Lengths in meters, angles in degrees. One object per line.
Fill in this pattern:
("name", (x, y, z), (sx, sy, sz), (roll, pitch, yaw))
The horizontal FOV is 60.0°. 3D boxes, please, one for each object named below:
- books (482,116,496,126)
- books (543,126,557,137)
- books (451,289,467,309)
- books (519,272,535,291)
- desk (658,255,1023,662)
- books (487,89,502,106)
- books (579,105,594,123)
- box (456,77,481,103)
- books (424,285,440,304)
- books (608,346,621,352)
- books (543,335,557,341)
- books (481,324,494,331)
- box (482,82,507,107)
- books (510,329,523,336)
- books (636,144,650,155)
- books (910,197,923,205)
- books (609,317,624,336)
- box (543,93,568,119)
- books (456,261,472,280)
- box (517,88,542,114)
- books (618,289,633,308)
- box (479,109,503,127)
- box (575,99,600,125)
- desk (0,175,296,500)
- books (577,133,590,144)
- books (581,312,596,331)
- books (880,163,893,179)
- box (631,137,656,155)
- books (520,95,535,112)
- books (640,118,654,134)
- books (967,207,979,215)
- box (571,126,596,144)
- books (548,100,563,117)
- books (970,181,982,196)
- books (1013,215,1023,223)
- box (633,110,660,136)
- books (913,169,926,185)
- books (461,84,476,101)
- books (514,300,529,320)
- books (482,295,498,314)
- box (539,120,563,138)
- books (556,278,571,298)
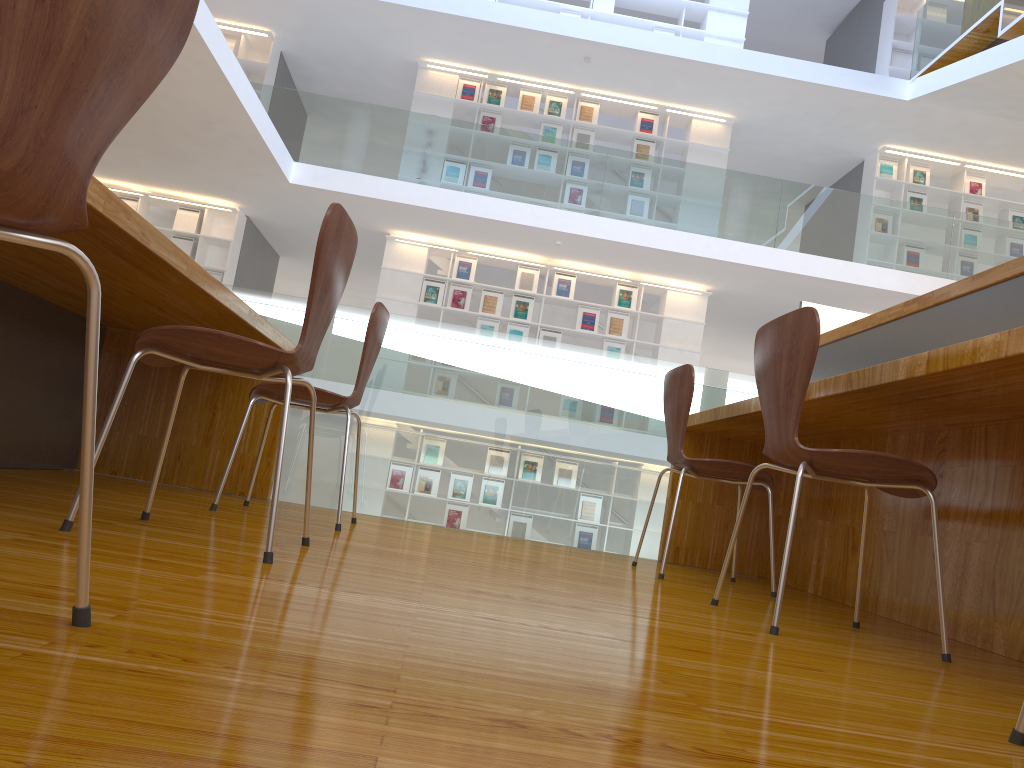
("books", (-0.272, -2.933, 10.054), (0.145, 0.210, 0.037), (10, -7, -3))
("books", (0.424, -2.827, 10.085), (0.145, 0.210, 0.037), (10, -7, -3))
("books", (-0.587, -0.935, 9.823), (0.145, 0.210, 0.037), (10, -7, -3))
("books", (0.165, -1.139, 9.891), (0.145, 0.210, 0.037), (10, -7, -3))
("desk", (1.406, 0.176, 2.223), (1.248, 1.022, 3.216), (10, -7, -3))
("books", (-0.200, -3.252, 10.089), (0.145, 0.210, 0.037), (10, -7, -3))
("books", (0.850, -3.077, 10.143), (0.145, 0.210, 0.037), (10, -7, -3))
("box", (-0.505, -3.332, 10.185), (0.245, 0.296, 0.274), (10, -7, -3))
("books", (-0.888, -0.982, 9.809), (0.145, 0.210, 0.037), (10, -7, -3))
("books", (1.127, -0.308, 9.867), (0.145, 0.210, 0.037), (10, -7, -3))
("books", (0.409, -0.425, 9.832), (0.145, 0.210, 0.037), (10, -7, -3))
("books", (-0.284, -0.548, 9.799), (0.145, 0.210, 0.037), (10, -7, -3))
("box", (-0.202, -3.283, 10.199), (0.245, 0.296, 0.274), (10, -7, -3))
("books", (0.036, -0.495, 9.818), (0.145, 0.210, 0.037), (10, -7, -3))
("books", (1.493, -2.636, 10.139), (0.145, 0.210, 0.037), (10, -7, -3))
("books", (4.719, -2.078, 10.353), (0.145, 0.210, 0.037), (10, -7, -3))
("books", (1.165, -0.636, 9.907), (0.145, 0.210, 0.037), (10, -7, -3))
("box", (0.497, -3.164, 10.233), (0.245, 0.296, 0.274), (10, -7, -3))
("books", (-0.532, -1.259, 9.857), (0.145, 0.210, 0.037), (10, -7, -3))
("box", (0.194, -3.215, 10.218), (0.245, 0.296, 0.274), (10, -7, -3))
("books", (1.268, -0.951, 9.944), (0.145, 0.210, 0.037), (10, -7, -3))
("box", (-0.257, -2.959, 10.174), (0.245, 0.296, 0.274), (10, -7, -3))
("box", (0.865, -3.101, 10.251), (0.245, 0.296, 0.274), (10, -7, -3))
("desk", (-1.550, -0.055, 1.821), (1.527, 0.785, 3.243), (10, -7, -3))
("books", (0.809, -2.751, 10.103), (0.145, 0.210, 0.037), (10, -7, -3))
("books", (0.854, -0.692, 9.892), (0.145, 0.210, 0.037), (10, -7, -3))
("books", (4.382, -2.475, 10.376), (0.145, 0.210, 0.037), (10, -7, -3))
("box", (1.508, -2.660, 10.247), (0.245, 0.296, 0.274), (10, -7, -3))
("books", (0.180, -3.191, 10.111), (0.145, 0.210, 0.037), (10, -7, -3))
("books", (1.544, -2.945, 10.174), (0.145, 0.210, 0.037), (10, -7, -3))
("books", (5.393, -1.961, 10.385), (0.145, 0.210, 0.037), (10, -7, -3))
("box", (0.809, -2.779, 10.213), (0.245, 0.296, 0.274), (10, -7, -3))
("books", (0.490, -3.131, 10.125), (0.145, 0.210, 0.037), (10, -7, -3))
("books", (5.451, -2.273, 10.425), (0.145, 0.210, 0.037), (10, -7, -3))
("books", (5.951, -1.871, 10.416), (0.145, 0.210, 0.037), (10, -7, -3))
("box", (1.554, -2.984, 10.284), (0.245, 0.296, 0.274), (10, -7, -3))
("books", (4.776, -2.404, 10.394), (0.145, 0.210, 0.037), (10, -7, -3))
("books", (-0.496, -3.304, 10.078), (0.145, 0.210, 0.037), (10, -7, -3))
("books", (0.105, -0.817, 9.853), (0.145, 0.210, 0.037), (10, -7, -3))
("books", (-0.246, -0.876, 9.839), (0.145, 0.210, 0.037), (10, -7, -3))
("box", (0.437, -2.842, 10.195), (0.245, 0.296, 0.274), (10, -7, -3))
("books", (0.579, -1.070, 9.911), (0.145, 0.210, 0.037), (10, -7, -3))
